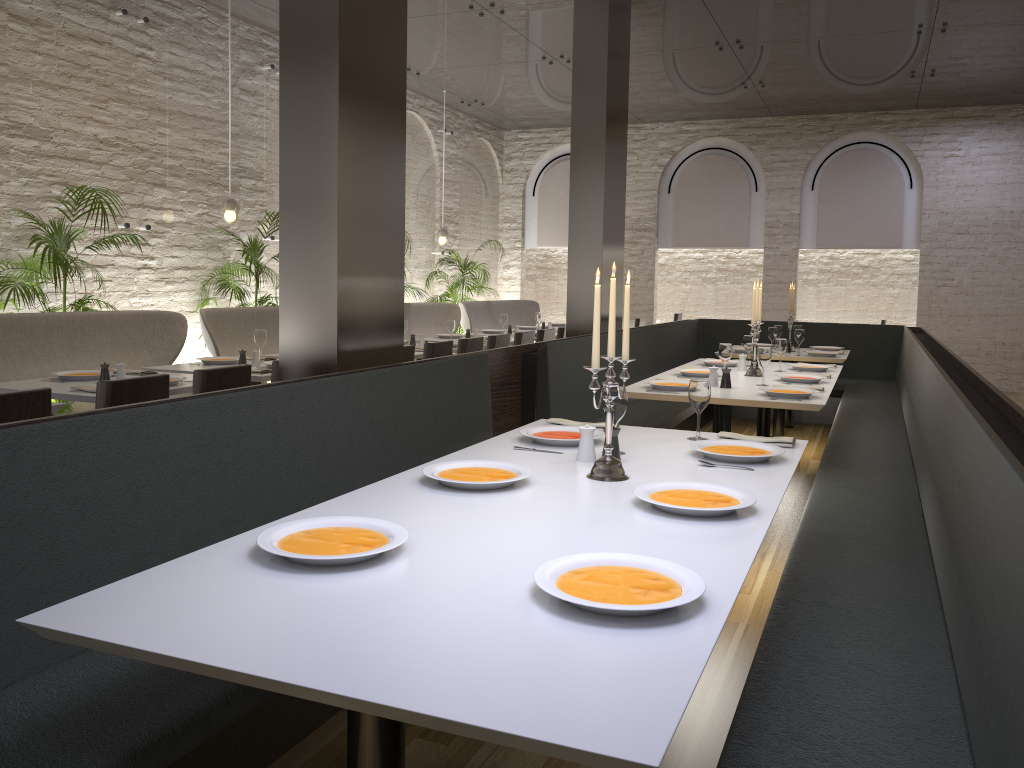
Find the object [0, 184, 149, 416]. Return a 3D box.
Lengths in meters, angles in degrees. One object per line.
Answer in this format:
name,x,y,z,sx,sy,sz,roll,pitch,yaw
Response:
object,-3.204,-0.413,6.311,1.189,1.969,1.148,-2,6,-37

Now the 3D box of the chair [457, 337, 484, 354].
chair,-0.550,0.068,7.151,0.566,0.903,0.413,3,5,22

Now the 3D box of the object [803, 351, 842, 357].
object,2.709,-0.259,7.740,0.321,0.036,0.323,1,6,-2

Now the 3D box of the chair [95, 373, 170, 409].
chair,-1.864,0.404,3.971,0.566,0.903,0.413,3,5,22

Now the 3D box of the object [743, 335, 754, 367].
object,1.758,-0.246,6.583,0.086,0.230,0.087,4,5,34

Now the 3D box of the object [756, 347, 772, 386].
object,1.505,-0.104,5.300,0.086,0.230,0.087,-1,5,-26

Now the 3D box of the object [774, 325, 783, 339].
object,2.543,-0.446,8.482,0.086,0.230,0.086,-2,5,-32

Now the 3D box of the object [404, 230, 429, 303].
object,-1.634,-0.816,10.115,1.145,1.969,1.192,-1,5,-27

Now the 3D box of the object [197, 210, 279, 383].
object,-2.399,-0.620,8.259,1.189,1.969,1.148,-2,6,-37

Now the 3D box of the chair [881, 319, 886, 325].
chair,5.389,-0.541,13.515,0.566,0.903,0.413,3,5,22

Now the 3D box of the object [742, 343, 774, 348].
object,2.408,-0.371,8.671,0.322,0.036,0.322,3,7,18

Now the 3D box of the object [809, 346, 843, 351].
object,2.993,-0.332,8.429,0.321,0.036,0.323,-1,7,-19

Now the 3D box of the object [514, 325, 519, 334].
object,0.058,-0.624,10.141,0.059,0.109,0.059,-2,6,-32

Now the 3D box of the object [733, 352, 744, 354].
object,2.037,-0.269,7.796,0.185,0.010,0.017,4,6,22

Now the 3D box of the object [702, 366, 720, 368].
object,1.467,-0.123,6.416,0.185,0.010,0.017,4,6,22

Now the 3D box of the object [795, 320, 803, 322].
object,3.253,-0.611,10.050,0.086,0.230,0.087,-2,6,-38

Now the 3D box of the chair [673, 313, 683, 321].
chair,2.509,-0.732,14.696,0.566,0.903,0.413,3,5,22

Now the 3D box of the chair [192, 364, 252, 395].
chair,-1.648,0.349,4.492,0.566,0.903,0.413,3,5,22

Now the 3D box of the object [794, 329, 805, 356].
object,2.497,-0.358,7.700,0.086,0.230,0.086,-2,5,-32

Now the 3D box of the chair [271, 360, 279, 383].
chair,-1.422,0.291,5.041,0.566,0.903,0.413,3,5,22

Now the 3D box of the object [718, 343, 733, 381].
object,1.339,-0.138,5.568,0.086,0.230,0.087,3,5,22

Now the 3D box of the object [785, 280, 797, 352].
object,2.577,-0.627,8.189,0.132,0.655,0.391,4,5,33

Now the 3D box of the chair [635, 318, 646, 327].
chair,1.516,-0.461,12.151,0.566,0.903,0.413,3,5,22

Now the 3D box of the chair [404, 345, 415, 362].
chair,-0.990,0.181,6.085,0.566,0.903,0.413,3,5,22

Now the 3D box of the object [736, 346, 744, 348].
object,2.265,-0.336,8.396,0.273,0.033,0.143,4,7,22

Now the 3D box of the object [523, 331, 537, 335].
object,0.271,-0.573,10.078,0.322,0.036,0.322,-3,7,-30

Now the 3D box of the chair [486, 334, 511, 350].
chair,-0.335,0.013,7.671,0.566,0.903,0.413,3,5,22

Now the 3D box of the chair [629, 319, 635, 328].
chair,1.296,-0.405,11.618,0.566,0.903,0.413,3,5,22

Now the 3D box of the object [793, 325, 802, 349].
object,2.769,-0.455,8.591,0.086,0.230,0.086,1,4,-8

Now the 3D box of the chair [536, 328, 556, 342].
chair,0.108,-0.100,8.742,0.566,0.903,0.413,3,5,22

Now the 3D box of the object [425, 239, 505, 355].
object,-0.680,-1.056,12.382,1.145,1.969,1.192,1,5,3

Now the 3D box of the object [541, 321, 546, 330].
object,0.396,-0.732,11.143,0.059,0.109,0.059,-2,6,-32

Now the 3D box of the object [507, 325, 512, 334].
object,-0.025,-0.624,10.125,0.059,0.109,0.059,-2,6,-32

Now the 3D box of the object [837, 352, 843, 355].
object,2.839,-0.278,7.986,0.273,0.033,0.143,4,7,22

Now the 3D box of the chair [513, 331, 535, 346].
chair,-0.109,-0.045,8.217,0.566,0.903,0.413,3,5,22

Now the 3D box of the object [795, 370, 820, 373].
object,2.066,-0.088,6.194,0.181,0.015,0.038,4,7,24

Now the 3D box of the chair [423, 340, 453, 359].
chair,-0.764,0.123,6.633,0.566,0.903,0.413,3,5,22

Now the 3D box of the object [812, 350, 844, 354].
object,2.898,-0.293,8.129,0.273,0.033,0.143,4,7,22

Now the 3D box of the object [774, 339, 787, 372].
object,1.885,-0.202,6.221,0.086,0.230,0.087,4,5,34

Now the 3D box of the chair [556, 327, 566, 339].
chair,0.332,-0.158,9.286,0.566,0.903,0.413,3,5,22

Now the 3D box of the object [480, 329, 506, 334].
object,-0.225,-0.606,10.284,0.322,0.036,0.322,-3,7,-30

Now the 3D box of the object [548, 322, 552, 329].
object,0.478,-0.732,11.159,0.059,0.109,0.059,-2,6,-32

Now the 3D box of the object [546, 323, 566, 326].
object,0.630,-0.825,12.354,0.322,0.036,0.322,-3,7,-30

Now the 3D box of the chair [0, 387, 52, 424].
chair,-2.099,0.465,3.401,0.566,0.903,0.413,3,5,22

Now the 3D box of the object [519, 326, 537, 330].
object,0.195,-0.714,11.302,0.322,0.036,0.322,-3,7,-30

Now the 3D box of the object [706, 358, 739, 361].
object,1.664,-0.182,6.941,0.273,0.033,0.143,4,7,22

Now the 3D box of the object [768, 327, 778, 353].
object,2.369,-0.402,8.062,0.086,0.230,0.086,-2,5,-32

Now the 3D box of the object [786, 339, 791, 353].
object,2.515,-0.345,8.089,0.069,0.126,0.069,-1,5,-26

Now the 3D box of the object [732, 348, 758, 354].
object,2.123,-0.298,7.983,0.321,0.036,0.323,1,6,-2

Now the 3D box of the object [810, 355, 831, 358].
object,2.636,-0.234,7.575,0.181,0.015,0.038,4,7,24
